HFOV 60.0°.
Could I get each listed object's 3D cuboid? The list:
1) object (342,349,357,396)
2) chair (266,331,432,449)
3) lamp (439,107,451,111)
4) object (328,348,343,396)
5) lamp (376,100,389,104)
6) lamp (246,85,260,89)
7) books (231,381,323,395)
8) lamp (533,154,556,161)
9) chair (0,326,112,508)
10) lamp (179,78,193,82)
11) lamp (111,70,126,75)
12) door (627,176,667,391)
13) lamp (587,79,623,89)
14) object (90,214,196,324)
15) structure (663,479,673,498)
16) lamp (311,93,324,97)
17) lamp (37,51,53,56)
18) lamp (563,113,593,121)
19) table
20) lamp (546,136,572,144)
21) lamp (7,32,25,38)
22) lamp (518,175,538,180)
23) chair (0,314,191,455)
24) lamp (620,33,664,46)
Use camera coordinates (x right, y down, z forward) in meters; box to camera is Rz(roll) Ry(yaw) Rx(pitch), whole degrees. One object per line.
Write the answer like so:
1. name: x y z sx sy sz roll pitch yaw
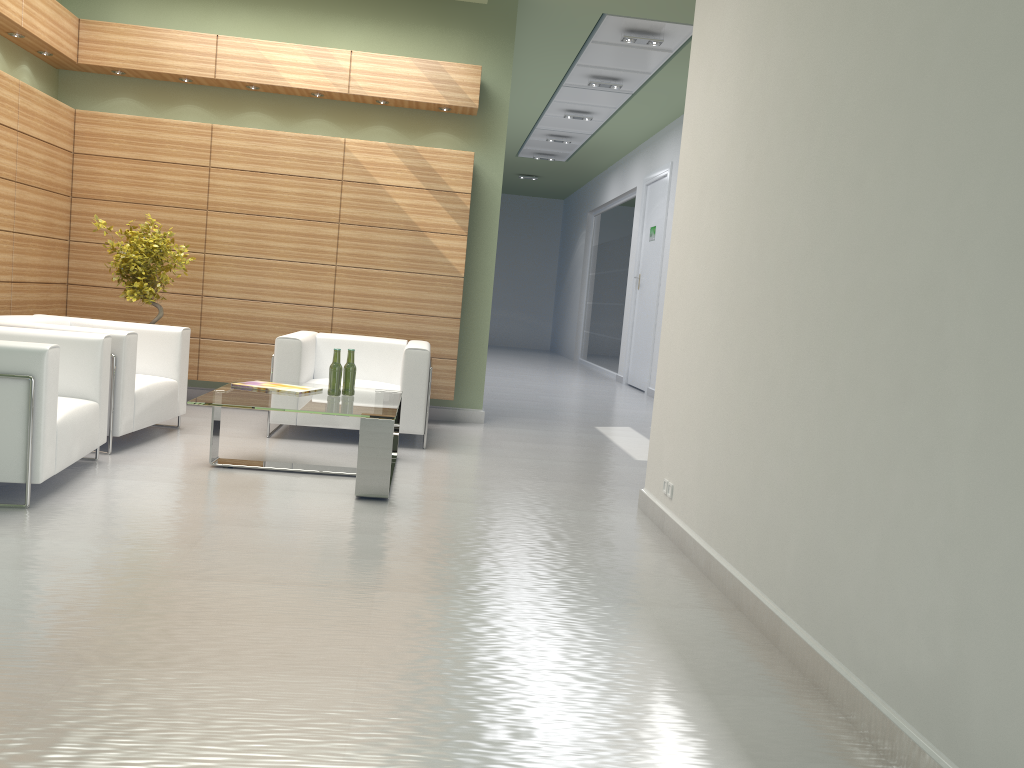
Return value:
1. object: -1.655 -0.120 9.046 0.131 0.475 0.131 1 7 -41
2. chair: -2.001 0.031 11.367 1.894 1.234 1.802 5 5 -6
3. lamp: -0.953 -3.941 12.625 0.181 0.074 0.181 4 5 -11
4. object: -1.772 -0.119 8.913 0.131 0.475 0.131 1 7 -41
5. lamp: -1.830 -4.012 12.537 0.181 0.074 0.181 0 7 -45
6. lamp: -3.610 -4.158 12.358 0.181 0.074 0.181 0 7 -45
7. books: -2.404 0.034 9.094 0.762 0.025 0.508 7 5 14
8. lamp: 0.975 -6.839 26.687 0.657 0.159 0.286 5 5 -6
9. chair: -4.504 0.169 7.349 1.802 1.234 1.894 4 5 -11
10. lamp: -4.512 -4.231 12.268 0.181 0.074 0.181 4 5 -11
11. lamp: -5.403 -4.304 12.178 0.181 0.074 0.181 4 5 -11
12. door: 3.298 -2.435 21.778 0.250 5.083 2.089 5 5 -6
13. lamp: 1.831 -5.916 17.402 0.657 0.159 0.286 5 5 -6
14. object: -4.747 -0.885 11.217 1.201 2.565 1.116 1 7 -37
15. structure: 1.359 0.908 7.724 0.017 0.118 0.262 5 5 -6
16. lamp: -2.726 -4.086 12.447 0.181 0.074 0.181 4 5 -11
17. lamp: -6.026 -4.294 11.449 0.181 0.074 0.181 3 6 -23
18. lamp: 1.540 -6.230 20.561 0.657 0.159 0.286 5 5 -6
19. table: -2.042 0.480 8.817 1.783 0.742 2.197 5 5 -6
20. lamp: 1.253 -6.539 23.667 0.657 0.159 0.286 5 5 -6
21. lamp: -5.952 -4.215 10.648 0.181 0.074 0.181 2 6 -34
22. lamp: 0.567 -7.278 31.110 0.657 0.159 0.286 5 5 -6
23. chair: -4.700 -0.059 9.654 1.769 1.234 1.894 5 5 -1
24. lamp: 2.110 -5.615 14.378 0.657 0.159 0.286 5 5 -6
